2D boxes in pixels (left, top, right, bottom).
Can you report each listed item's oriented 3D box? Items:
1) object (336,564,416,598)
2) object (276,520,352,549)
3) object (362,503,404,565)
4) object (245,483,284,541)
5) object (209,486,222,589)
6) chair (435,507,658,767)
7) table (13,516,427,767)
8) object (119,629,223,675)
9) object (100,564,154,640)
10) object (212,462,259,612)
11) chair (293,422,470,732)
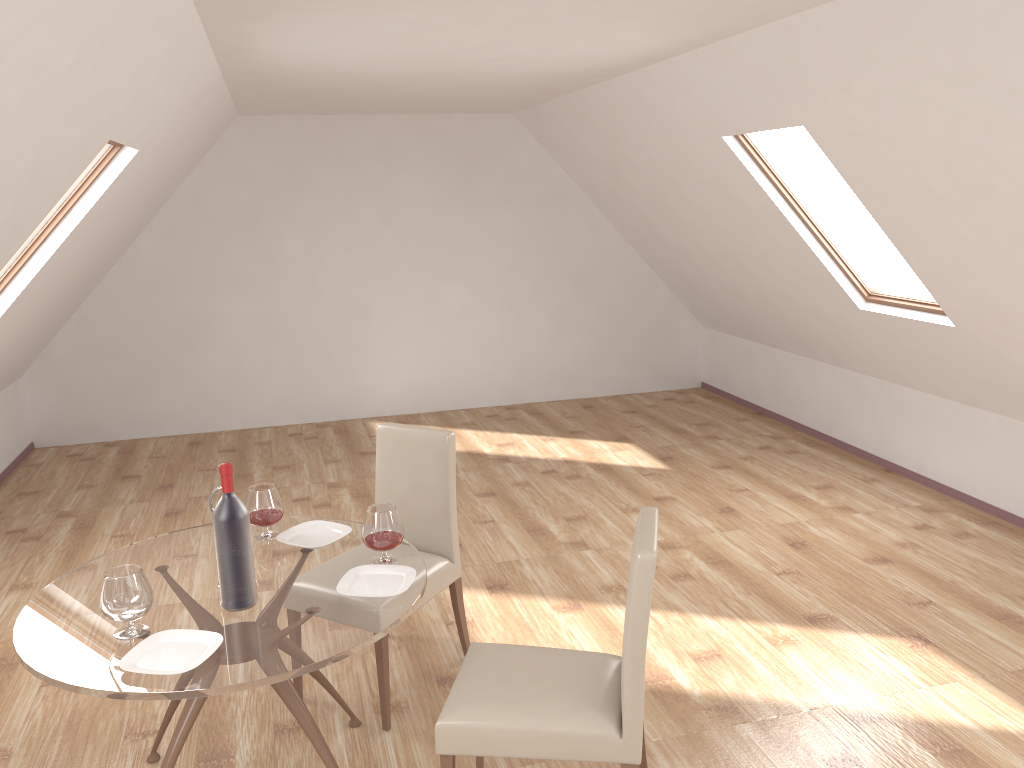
[{"bbox_3d":[-0.412,0.608,2.711,0.228,0.020,0.228,0,12,8],"label":"object"},{"bbox_3d":[-0.690,0.532,3.100,0.228,0.020,0.228,5,14,30],"label":"object"},{"bbox_3d":[-0.419,0.488,2.883,0.136,0.183,0.136,-10,15,-35],"label":"object"},{"bbox_3d":[-0.874,0.449,3.127,0.136,0.183,0.136,-10,15,-35],"label":"object"},{"bbox_3d":[-0.869,0.466,2.714,0.096,0.322,0.086,8,15,37],"label":"object"},{"bbox_3d":[0.123,0.891,2.668,0.618,0.999,0.477,0,12,10],"label":"chair"},{"bbox_3d":[-0.854,1.001,2.828,1.198,0.770,1.198,0,12,6],"label":"table"},{"bbox_3d":[-0.887,0.707,2.321,0.228,0.020,0.228,1,12,11],"label":"object"},{"bbox_3d":[-1.063,0.601,2.452,0.136,0.183,0.136,1,13,12],"label":"object"},{"bbox_3d":[-0.808,0.438,2.566,0.109,0.435,0.109,-6,13,-18],"label":"object"},{"bbox_3d":[-0.525,0.722,3.537,0.477,0.999,0.618,5,14,29],"label":"chair"}]
